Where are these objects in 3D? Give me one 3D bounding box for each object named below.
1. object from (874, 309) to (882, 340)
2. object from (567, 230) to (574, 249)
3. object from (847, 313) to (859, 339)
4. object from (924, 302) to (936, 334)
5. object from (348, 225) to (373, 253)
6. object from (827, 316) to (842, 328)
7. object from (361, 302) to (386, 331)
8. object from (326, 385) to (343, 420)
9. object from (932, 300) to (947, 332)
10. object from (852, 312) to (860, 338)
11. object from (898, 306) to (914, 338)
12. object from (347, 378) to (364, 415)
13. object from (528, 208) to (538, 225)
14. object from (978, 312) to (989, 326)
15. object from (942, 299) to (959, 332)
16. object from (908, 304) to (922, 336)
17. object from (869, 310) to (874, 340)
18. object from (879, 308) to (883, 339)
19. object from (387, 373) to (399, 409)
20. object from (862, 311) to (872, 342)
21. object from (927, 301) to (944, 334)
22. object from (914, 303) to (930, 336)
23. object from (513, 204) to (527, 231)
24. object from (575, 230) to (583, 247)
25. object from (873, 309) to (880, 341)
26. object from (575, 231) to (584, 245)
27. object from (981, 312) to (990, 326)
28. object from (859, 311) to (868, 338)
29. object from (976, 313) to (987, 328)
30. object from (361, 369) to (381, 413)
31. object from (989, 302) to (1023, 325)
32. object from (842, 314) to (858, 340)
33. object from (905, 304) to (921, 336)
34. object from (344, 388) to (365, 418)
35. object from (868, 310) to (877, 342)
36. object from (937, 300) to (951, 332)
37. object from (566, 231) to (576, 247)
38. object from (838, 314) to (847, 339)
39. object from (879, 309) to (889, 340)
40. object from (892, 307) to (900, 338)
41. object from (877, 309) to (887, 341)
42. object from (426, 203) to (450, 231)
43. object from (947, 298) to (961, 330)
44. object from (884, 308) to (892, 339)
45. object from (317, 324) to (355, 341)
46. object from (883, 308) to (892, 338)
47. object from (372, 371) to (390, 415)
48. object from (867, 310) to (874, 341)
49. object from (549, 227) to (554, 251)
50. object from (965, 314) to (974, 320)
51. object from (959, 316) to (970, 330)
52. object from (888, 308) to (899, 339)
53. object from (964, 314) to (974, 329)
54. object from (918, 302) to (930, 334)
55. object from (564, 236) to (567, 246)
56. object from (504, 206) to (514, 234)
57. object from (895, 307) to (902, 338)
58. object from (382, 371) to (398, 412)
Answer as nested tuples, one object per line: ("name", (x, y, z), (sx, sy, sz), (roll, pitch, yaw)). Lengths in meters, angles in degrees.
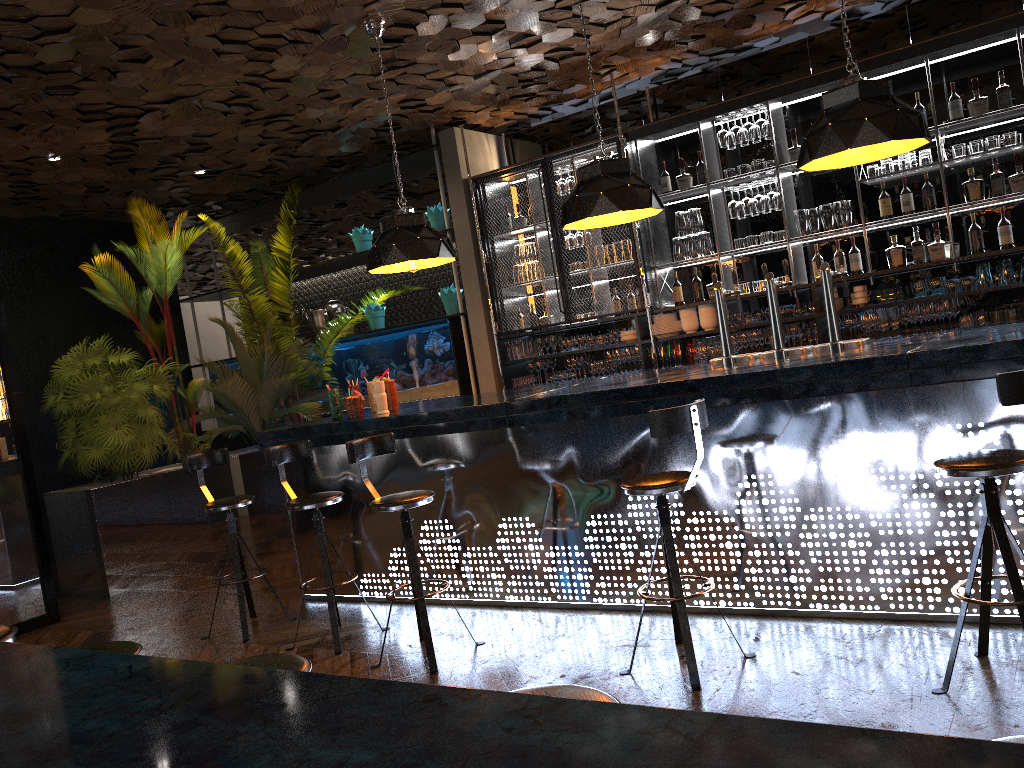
("object", (2.788, -0.453, 6.732), (0.058, 0.234, 0.058), (-9, 2, 11))
("object", (0.533, -1.349, 8.158), (0.081, 0.213, 0.081), (-7, 3, 39))
("object", (2.619, -0.425, 6.775), (0.108, 0.227, 0.108), (-9, 2, -2))
("object", (3.045, -0.482, 6.481), (0.091, 0.229, 0.091), (-10, 2, -24))
("object", (-1.577, -1.511, 9.341), (0.265, 0.325, 0.245), (-9, 2, -2))
("object", (2.457, -0.397, 6.742), (0.108, 0.227, 0.108), (-8, 2, 25))
("object", (-1.450, -0.717, 9.371), (0.265, 0.325, 0.245), (-9, 2, -2))
("object", (-1.162, 0.115, 5.798), (0.084, 0.237, 0.086), (-11, 3, -37))
("object", (3.154, -0.502, 6.542), (0.091, 0.229, 0.091), (-9, 2, 2))
("object", (2.686, -0.439, 6.876), (0.108, 0.227, 0.108), (-10, 2, -20))
("object", (2.866, -0.453, 6.460), (0.091, 0.229, 0.091), (-8, 2, 20))
("object", (-1.039, 0.087, 5.887), (0.078, 0.246, 0.084), (-8, 3, 32))
("object", (0.192, -1.598, 8.272), (0.075, 0.261, 0.075), (-9, 2, -7))
("object", (3.335, -0.454, 6.279), (0.067, 0.099, 0.067), (-9, 2, 6))
("object", (3.107, -0.485, 6.300), (0.091, 0.229, 0.091), (-9, 2, 6))
("object", (2.966, -0.472, 6.534), (0.091, 0.229, 0.091), (-11, 3, -35))
("object", (2.758, -0.451, 6.810), (0.058, 0.234, 0.058), (-8, 3, 36))
("object", (2.827, -0.462, 6.801), (0.058, 0.234, 0.058), (-10, 2, -12))
("object", (-0.805, 0.046, 5.858), (0.080, 0.254, 0.091), (-8, 3, 36))
("object", (2.673, -0.433, 6.679), (0.058, 0.234, 0.058), (-11, 3, -33))
("object", (3.029, -0.475, 6.355), (0.091, 0.229, 0.091), (-10, 2, -29))
("object", (2.954, -0.465, 6.407), (0.091, 0.229, 0.091), (-9, 2, -9))
("object", (0.074, -1.571, 8.335), (0.108, 0.244, 0.108), (-8, 2, 22))
("object", (0.604, -1.359, 8.110), (0.081, 0.213, 0.081), (-7, 3, 39))
("object", (2.737, -0.442, 6.659), (0.058, 0.234, 0.058), (-10, 2, -23))
("object", (0.600, -1.352, 7.940), (0.081, 0.213, 0.081), (-7, 3, 39))
("object", (3.385, -0.466, 6.361), (0.067, 0.099, 0.067), (-9, 2, 6))
("object", (2.625, -0.422, 6.610), (0.058, 0.234, 0.058), (-10, 2, -13))
("object", (3.267, -0.439, 6.175), (0.067, 0.099, 0.067), (-9, 2, 6))
("object", (-0.927, 0.042, 5.905), (0.105, 0.298, 0.116), (-10, 2, -25))
("object", (3.496, -0.494, 6.153), (0.356, 0.134, 0.206), (-7, 3, 41))
("object", (2.553, -0.410, 6.678), (0.108, 0.227, 0.108), (-9, 2, 4))
("object", (2.998, -0.481, 6.648), (0.091, 0.229, 0.091), (-10, 2, -20))
("object", (-1.010, 0.117, 5.695), (0.131, 0.191, 0.110), (-11, 3, -44))
("object", (2.677, -0.430, 6.586), (0.058, 0.234, 0.058), (-7, 3, 37))
("object", (3.122, -0.492, 6.426), (0.091, 0.229, 0.091), (-8, 2, 27))
("object", (0.525, -1.342, 7.990), (0.081, 0.213, 0.081), (-7, 3, 39))
("object", (2.593, -0.427, 6.939), (0.108, 0.227, 0.108), (-10, 2, -25))
("object", (2.762, -0.442, 6.586), (0.049, 0.231, 0.049), (-7, 3, 43))
("object", (2.824, -0.450, 6.543), (0.049, 0.231, 0.049), (-7, 3, 38))
("object", (2.725, -0.434, 6.532), (0.049, 0.231, 0.049), (-11, 3, -44))
("object", (-0.718, -1.627, 8.762), (0.265, 0.325, 0.245), (-8, 2, 27))
("object", (3.238, -0.513, 6.489), (0.091, 0.229, 0.091), (-8, 3, 31))
("object", (2.801, -0.450, 6.633), (0.049, 0.231, 0.049), (-10, 2, -20))
("object", (-1.944, -0.562, 9.799), (0.320, 0.135, 0.250), (-8, 3, 34))
("object", (2.832, -0.457, 6.690), (0.049, 0.231, 0.049), (-8, 2, 23))
("object", (-0.823, 0.055, 5.580), (0.099, 0.264, 0.081), (-11, 3, -35))
("object", (2.712, -0.441, 6.740), (0.058, 0.234, 0.058), (-9, 2, 9))
("object", (0.375, -1.322, 8.092), (0.081, 0.213, 0.081), (-7, 3, 39))
("object", (3.307, -0.456, 6.419), (0.067, 0.100, 0.067), (-8, 2, 26))
("object", (3.182, -0.429, 6.235), (0.067, 0.100, 0.067), (-8, 2, 26))
("object", (2.787, -0.442, 6.490), (0.049, 0.231, 0.049), (-8, 2, 29))
("object", (3.255, -0.444, 6.321), (0.067, 0.100, 0.067), (-8, 2, 26))
("object", (3.074, -0.491, 6.597), (0.091, 0.229, 0.091), (-9, 2, -4))
("object", (0.454, -1.332, 8.038), (0.081, 0.213, 0.081), (-7, 3, 39))
("object", (-0.034, -1.568, 8.454), (0.075, 0.260, 0.075), (-9, 2, -7))
("object", (2.864, -0.459, 6.594), (0.049, 0.231, 0.049), (-7, 3, 42))
("object", (-0.798, 0.039, 5.715), (0.091, 0.277, 0.080), (-10, 2, -24))
